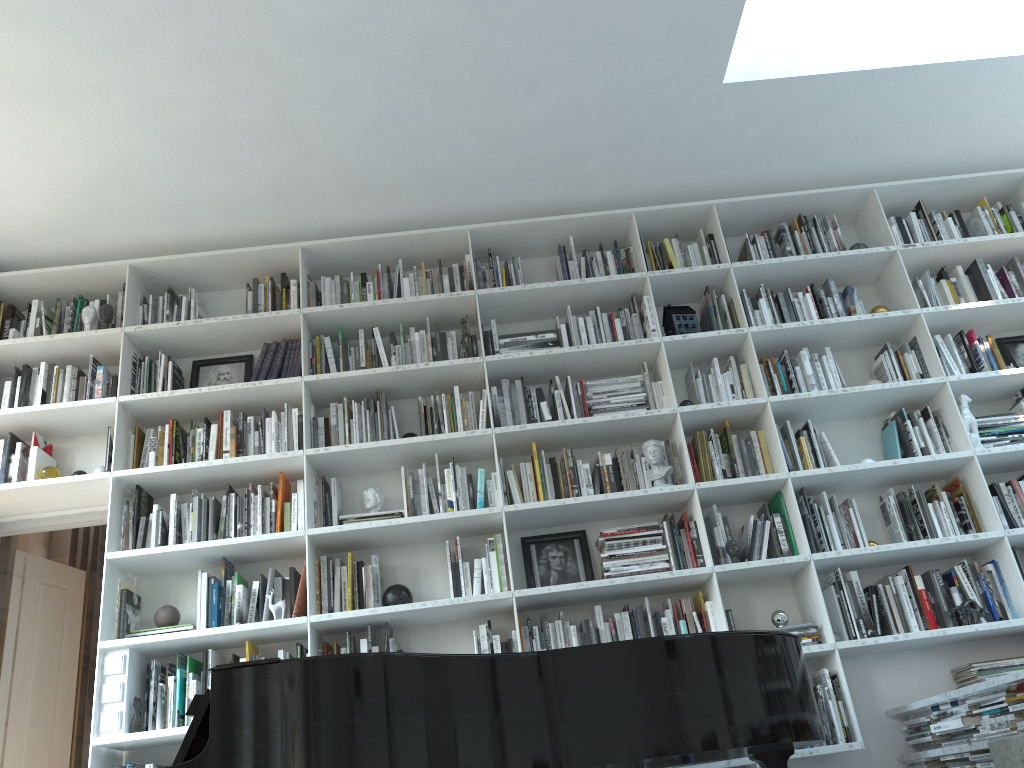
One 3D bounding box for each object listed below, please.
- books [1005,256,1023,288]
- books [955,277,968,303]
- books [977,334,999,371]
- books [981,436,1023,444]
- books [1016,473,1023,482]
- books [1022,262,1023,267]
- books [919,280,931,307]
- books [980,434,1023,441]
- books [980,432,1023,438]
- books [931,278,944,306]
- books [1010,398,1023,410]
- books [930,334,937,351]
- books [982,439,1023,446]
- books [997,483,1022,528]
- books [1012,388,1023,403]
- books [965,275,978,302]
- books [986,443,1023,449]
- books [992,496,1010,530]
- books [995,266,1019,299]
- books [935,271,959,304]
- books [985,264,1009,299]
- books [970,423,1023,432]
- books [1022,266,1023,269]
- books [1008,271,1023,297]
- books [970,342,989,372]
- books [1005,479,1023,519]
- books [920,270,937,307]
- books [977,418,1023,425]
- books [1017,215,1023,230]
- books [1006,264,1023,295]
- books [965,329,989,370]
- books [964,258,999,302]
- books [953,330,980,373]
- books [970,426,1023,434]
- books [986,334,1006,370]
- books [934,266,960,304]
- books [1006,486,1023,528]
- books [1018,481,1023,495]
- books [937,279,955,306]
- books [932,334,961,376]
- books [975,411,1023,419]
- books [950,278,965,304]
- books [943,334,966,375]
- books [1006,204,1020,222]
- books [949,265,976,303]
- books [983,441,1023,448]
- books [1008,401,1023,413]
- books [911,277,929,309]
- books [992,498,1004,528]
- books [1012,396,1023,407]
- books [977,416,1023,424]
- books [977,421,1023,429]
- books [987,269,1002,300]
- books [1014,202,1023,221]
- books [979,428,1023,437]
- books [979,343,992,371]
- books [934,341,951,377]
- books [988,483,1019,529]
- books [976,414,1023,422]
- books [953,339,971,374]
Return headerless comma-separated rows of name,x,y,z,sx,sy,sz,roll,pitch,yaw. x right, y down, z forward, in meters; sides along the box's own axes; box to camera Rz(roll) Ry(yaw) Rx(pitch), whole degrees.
books,2.565,-0.476,4.504,0.022,0.293,0.181,-6,-26,-3
books,2.256,-0.402,4.501,0.024,0.235,0.147,-6,-26,-3
books,2.307,-0.091,4.334,0.021,0.252,0.167,-6,-26,-3
books,2.263,0.292,4.156,0.285,0.012,0.160,-5,-26,-5
books,2.385,0.543,4.025,0.013,0.298,0.148,-6,-26,-3
books,2.620,-0.471,4.503,0.036,0.271,0.178,-6,-26,-3
books,2.069,-0.387,4.480,0.013,0.235,0.142,-6,-26,-3
books,2.261,0.279,4.155,0.254,0.012,0.161,-4,-26,-7
books,2.260,0.273,4.170,0.254,0.012,0.161,-6,-26,-3
books,2.139,-0.397,4.495,0.026,0.249,0.131,-6,-26,-3
books,2.452,0.216,4.198,0.012,0.283,0.160,-6,-26,-3
books,2.060,-0.081,4.340,0.015,0.299,0.141,-6,-26,-3
books,2.263,0.303,4.150,0.254,0.012,0.161,-7,-26,-1
books,2.223,0.587,4.011,0.024,0.246,0.144,-6,-26,-3
books,2.470,0.177,4.186,0.010,0.337,0.181,-6,-26,-3
books,2.306,-0.414,4.494,0.025,0.237,0.143,-6,-26,-3
books,2.266,0.322,4.133,0.285,0.012,0.160,-9,-26,2
books,2.166,0.618,3.987,0.022,0.183,0.163,-6,-26,-3
books,2.484,-0.443,4.485,0.014,0.238,0.190,-6,-26,-3
books,2.189,-0.416,4.483,0.026,0.260,0.168,-6,-26,-3
books,2.451,-0.448,4.515,0.048,0.282,0.163,-6,-26,-3
books,2.258,0.238,4.182,0.285,0.012,0.160,-7,-26,-1
books,2.598,-0.454,4.505,0.011,0.247,0.152,-6,-26,-3
books,2.521,-0.434,4.489,0.031,0.216,0.166,-6,-26,-3
books,2.246,-0.070,4.307,0.013,0.206,0.190,-6,-26,-3
books,2.267,0.574,3.996,0.045,0.245,0.186,-6,-26,-3
books,2.098,-0.411,4.492,0.051,0.281,0.167,-6,-26,-3
books,2.255,0.217,4.192,0.285,0.012,0.160,-7,-26,-1
books,2.678,-0.768,4.681,0.031,0.210,0.132,-6,-26,-3
books,2.545,-0.454,4.508,0.023,0.262,0.157,-6,-26,-3
books,2.254,-0.101,4.335,0.014,0.283,0.176,-6,-26,-3
books,2.332,-0.452,4.455,0.032,0.264,0.246,-6,-26,-3
books,2.209,-0.097,4.335,0.012,0.286,0.177,-6,-26,-3
books,2.259,0.248,4.175,0.285,0.012,0.160,-5,-26,-6
books,2.331,-0.094,4.324,0.026,0.242,0.178,-6,-26,-3
books,2.205,-0.430,4.499,0.011,0.295,0.163,-6,-26,-3
books,2.242,0.590,3.995,0.011,0.222,0.163,-6,-26,-3
books,2.302,0.581,4.011,0.026,0.238,0.178,-6,-26,-3
books,2.167,-0.391,4.466,0.025,0.206,0.176,-6,-26,-3
books,2.112,-0.083,4.337,0.065,0.287,0.146,-6,-26,-3
books,2.250,0.185,4.208,0.285,0.012,0.160,-7,-26,-1
books,2.230,-0.400,4.485,0.030,0.223,0.158,-6,-26,-3
books,2.154,-0.083,4.344,0.012,0.283,0.160,-6,-26,-3
books,2.646,-0.797,4.689,0.025,0.278,0.136,-6,-26,-3
books,2.277,-0.437,4.495,0.026,0.286,0.157,-6,-26,-3
books,2.265,0.312,4.141,0.254,0.012,0.161,-8,-26,1
books,2.411,0.230,4.180,0.012,0.253,0.161,-6,-26,-3
books,2.056,-0.392,4.486,0.012,0.253,0.161,-6,-26,-3
books,2.143,0.621,3.988,0.023,0.185,0.160,-6,-26,-3
books,2.462,0.196,4.178,0.011,0.298,0.185,-6,-26,-3
books,2.253,0.206,4.197,0.254,0.012,0.161,-7,-26,-1
books,2.256,0.224,4.181,0.285,0.012,0.160,-4,-26,-7
books,2.399,-0.431,4.476,0.030,0.229,0.188,-6,-26,-3
books,2.703,-0.804,4.674,0.026,0.262,0.163,-6,-26,-3
books,2.261,0.257,4.166,0.254,0.012,0.161,-9,-26,2
books,2.282,-0.070,4.324,0.033,0.212,0.153,-6,-26,-3
books,2.076,-0.063,4.321,0.011,0.246,0.156,-6,-26,-3
books,2.188,0.587,3.998,0.047,0.243,0.178,-6,-26,-3
books,2.252,0.195,4.203,0.285,0.012,0.160,-5,-26,-5
books,2.183,-0.075,4.351,0.043,0.267,0.131,-6,-26,-3
